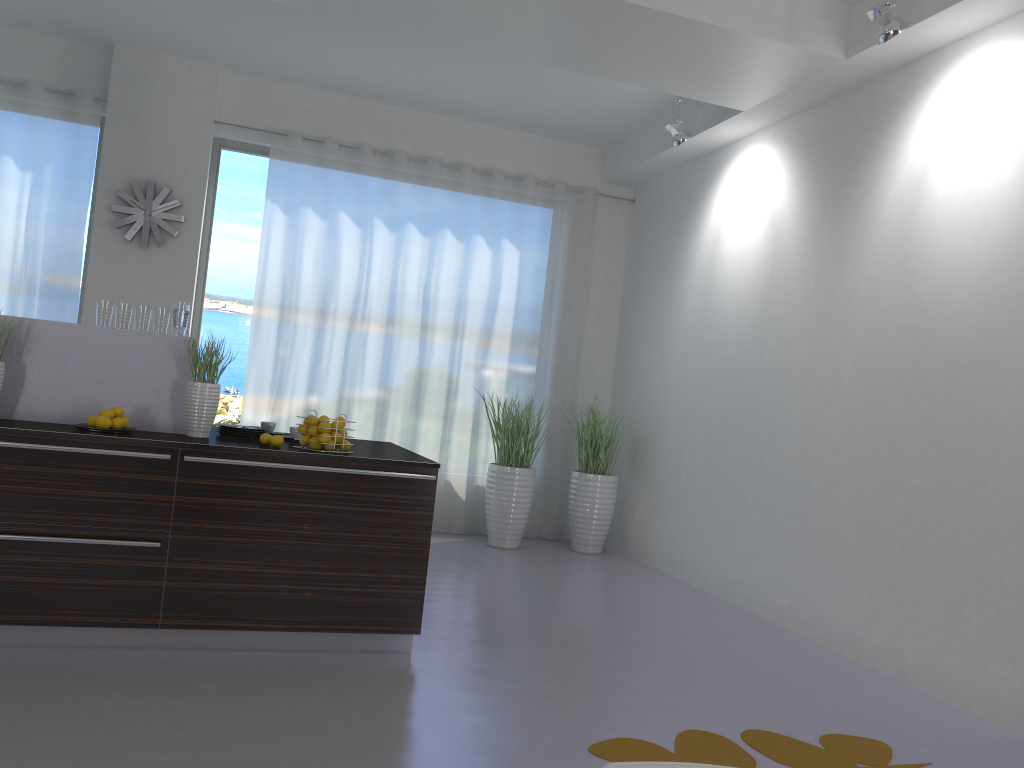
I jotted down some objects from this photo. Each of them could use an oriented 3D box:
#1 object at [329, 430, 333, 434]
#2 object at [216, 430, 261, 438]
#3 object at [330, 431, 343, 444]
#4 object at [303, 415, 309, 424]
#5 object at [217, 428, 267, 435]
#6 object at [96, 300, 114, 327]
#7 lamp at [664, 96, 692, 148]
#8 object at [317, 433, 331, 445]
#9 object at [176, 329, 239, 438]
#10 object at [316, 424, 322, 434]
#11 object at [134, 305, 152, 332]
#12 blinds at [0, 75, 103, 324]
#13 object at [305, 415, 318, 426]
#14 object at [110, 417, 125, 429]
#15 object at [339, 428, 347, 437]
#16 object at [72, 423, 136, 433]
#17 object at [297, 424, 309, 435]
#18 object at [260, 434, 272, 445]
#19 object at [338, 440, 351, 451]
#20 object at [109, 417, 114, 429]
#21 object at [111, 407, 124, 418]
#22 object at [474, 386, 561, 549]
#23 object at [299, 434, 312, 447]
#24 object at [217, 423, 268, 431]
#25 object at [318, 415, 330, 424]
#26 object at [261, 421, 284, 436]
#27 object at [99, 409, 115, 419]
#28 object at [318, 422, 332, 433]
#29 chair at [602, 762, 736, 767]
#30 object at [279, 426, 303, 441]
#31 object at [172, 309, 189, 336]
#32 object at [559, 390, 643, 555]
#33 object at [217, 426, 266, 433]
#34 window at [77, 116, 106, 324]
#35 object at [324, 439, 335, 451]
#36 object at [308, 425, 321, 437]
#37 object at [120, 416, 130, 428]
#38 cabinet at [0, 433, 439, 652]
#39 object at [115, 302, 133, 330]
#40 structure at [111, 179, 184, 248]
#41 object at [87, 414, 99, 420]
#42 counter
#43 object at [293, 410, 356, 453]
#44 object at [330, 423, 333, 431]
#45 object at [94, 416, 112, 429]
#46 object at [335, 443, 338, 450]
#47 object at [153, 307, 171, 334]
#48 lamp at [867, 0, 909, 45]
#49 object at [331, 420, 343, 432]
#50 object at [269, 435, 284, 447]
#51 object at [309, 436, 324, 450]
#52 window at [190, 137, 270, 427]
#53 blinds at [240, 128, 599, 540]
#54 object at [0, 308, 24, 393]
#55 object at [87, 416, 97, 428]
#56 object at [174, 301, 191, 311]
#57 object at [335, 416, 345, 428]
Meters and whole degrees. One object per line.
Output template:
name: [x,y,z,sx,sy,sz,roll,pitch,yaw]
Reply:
object: [-0.818,0.233,3.985,0.051,0.053,0.062,6,-1,-10]
object: [-1.331,0.247,4.365,0.232,0.020,0.232,6,-1,-9]
object: [-0.790,0.239,3.974,0.061,0.055,0.051,7,-1,-38]
object: [-0.917,0.168,4.021,0.052,0.060,0.057,7,-1,-30]
object: [-1.330,0.237,4.365,0.232,0.020,0.232,6,-1,-9]
object: [-1.842,-0.316,4.003,0.071,0.119,0.072,5,-1,32]
lamp: [1.143,-1.850,6.004,0.185,0.511,0.150,7,-1,-18]
object: [-0.829,0.241,3.916,0.061,0.054,0.052,7,-2,-41]
object: [-1.366,-0.009,3.976,0.247,0.502,0.269,6,-1,25]
object: [-0.884,0.210,4.021,0.064,0.053,0.051,6,-1,-15]
object: [-1.689,-0.298,4.052,0.072,0.119,0.071,6,-1,22]
blinds: [-4.754,-0.791,6.107,3.245,3.112,0.120,7,-1,-18]
object: [-0.898,0.165,3.972,0.063,0.051,0.053,5,-1,30]
object: [-1.682,0.168,3.775,0.061,0.054,0.052,7,-2,-41]
object: [-0.777,0.227,4.032,0.053,0.054,0.061,6,-1,28]
object: [-1.732,0.190,3.769,0.232,0.020,0.232,6,-1,-9]
object: [-0.936,0.205,3.996,0.063,0.051,0.053,5,-2,41]
object: [-1.092,0.246,3.946,0.063,0.051,0.053,5,-2,41]
object: [-0.759,0.279,4.019,0.053,0.052,0.062,6,-1,22]
object: [-1.730,0.164,3.807,0.057,0.060,0.071,6,-1,-16]
object: [-1.701,0.122,3.816,0.063,0.048,0.053,5,-1,38]
object: [0.006,0.643,7.083,0.713,1.334,0.656,7,-1,-17]
object: [-0.925,0.254,3.983,0.060,0.057,0.052,6,-1,-16]
object: [-1.507,0.135,4.391,0.646,0.147,0.269,6,-1,7]
object: [-0.850,0.168,4.007,0.051,0.053,0.063,6,-1,-16]
object: [-1.279,0.234,4.644,0.153,0.069,0.153,6,-1,16]
object: [-1.720,0.129,3.766,0.061,0.047,0.053,6,-1,-15]
object: [-0.832,0.195,3.942,0.061,0.052,0.053,6,-1,-5]
chair: [0.224,0.799,0.631,0.508,0.805,0.620,6,-1,17]
object: [-1.081,0.252,4.457,0.153,0.069,0.153,7,-2,-44]
object: [-1.536,-0.281,4.101,0.072,0.119,0.071,6,-1,22]
object: [0.622,0.714,7.314,0.656,1.334,0.713,7,-1,-33]
object: [-1.329,0.227,4.366,0.232,0.020,0.232,6,-1,-14]
window: [-4.648,-0.962,6.373,3.000,2.500,0.100,7,-1,-18]
object: [-0.813,0.272,3.951,0.051,0.053,0.063,6,-1,-10]
object: [-0.883,0.212,3.965,0.052,0.053,0.062,5,-2,44]
object: [-1.683,0.165,3.832,0.051,0.053,0.063,6,-1,23]
cabinet: [-2.117,0.594,4.049,3.285,0.852,1.377,7,-1,-18]
object: [-1.765,-0.307,4.028,0.072,0.119,0.071,6,-1,22]
structure: [-2.720,-1.274,6.630,0.505,0.505,0.076,7,-1,-18]
object: [-1.788,0.157,3.803,0.061,0.054,0.052,5,-1,29]
counter: [-2.095,0.372,4.065,3.291,1.300,1.302,7,-1,-18]
object: [-0.844,0.212,4.009,0.207,0.174,0.189,5,-1,37]
object: [-0.826,0.203,4.041,0.055,0.051,0.061,7,-1,-23]
object: [-1.715,0.163,3.719,0.070,0.058,0.060,7,-1,-19]
object: [-0.817,0.276,4.032,0.050,0.055,0.061,6,-1,28]
object: [-1.612,-0.290,4.077,0.072,0.119,0.071,6,-1,22]
lamp: [1.752,-1.824,4.099,0.185,0.511,0.150,7,-1,-18]
object: [-0.787,0.189,3.980,0.051,0.053,0.063,6,-1,-5]
object: [-1.038,0.252,3.913,0.063,0.051,0.053,6,-1,-14]
object: [-0.871,0.265,3.956,0.064,0.063,0.074,6,-1,3]
window: [-1.099,-0.557,7.514,3.000,2.500,0.100,7,-1,-18]
blinds: [-0.716,-0.330,7.404,2.830,3.112,0.120,7,-1,-18]
object: [-2.200,-0.105,3.682,0.269,0.502,0.247,7,-1,-17]
object: [-1.764,0.162,3.752,0.063,0.051,0.053,6,-1,-14]
object: [-1.532,-0.320,4.102,0.072,0.119,0.071,6,-1,22]
object: [-0.785,0.177,4.047,0.050,0.060,0.059,7,-1,-18]
